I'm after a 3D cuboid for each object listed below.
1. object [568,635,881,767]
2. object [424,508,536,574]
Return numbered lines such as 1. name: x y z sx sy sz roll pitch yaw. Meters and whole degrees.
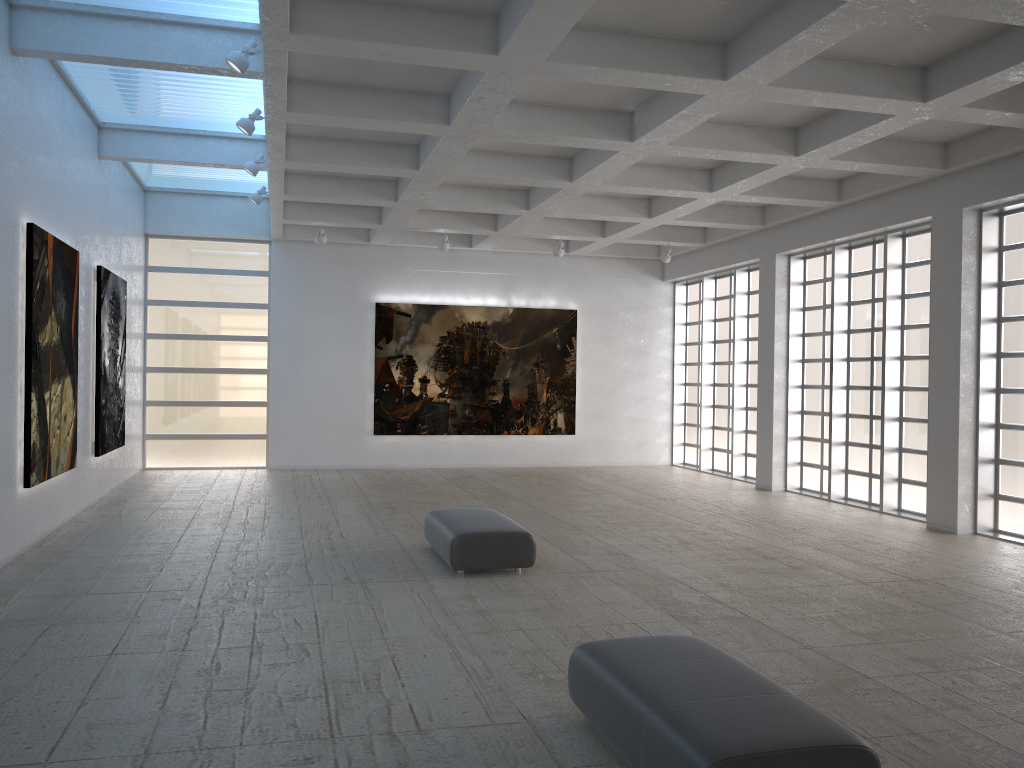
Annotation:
1. object: 1.727 3.094 8.103 1.616 0.828 3.044 1 0 -15
2. object: -0.700 3.010 17.308 1.616 0.828 3.044 1 0 -15
